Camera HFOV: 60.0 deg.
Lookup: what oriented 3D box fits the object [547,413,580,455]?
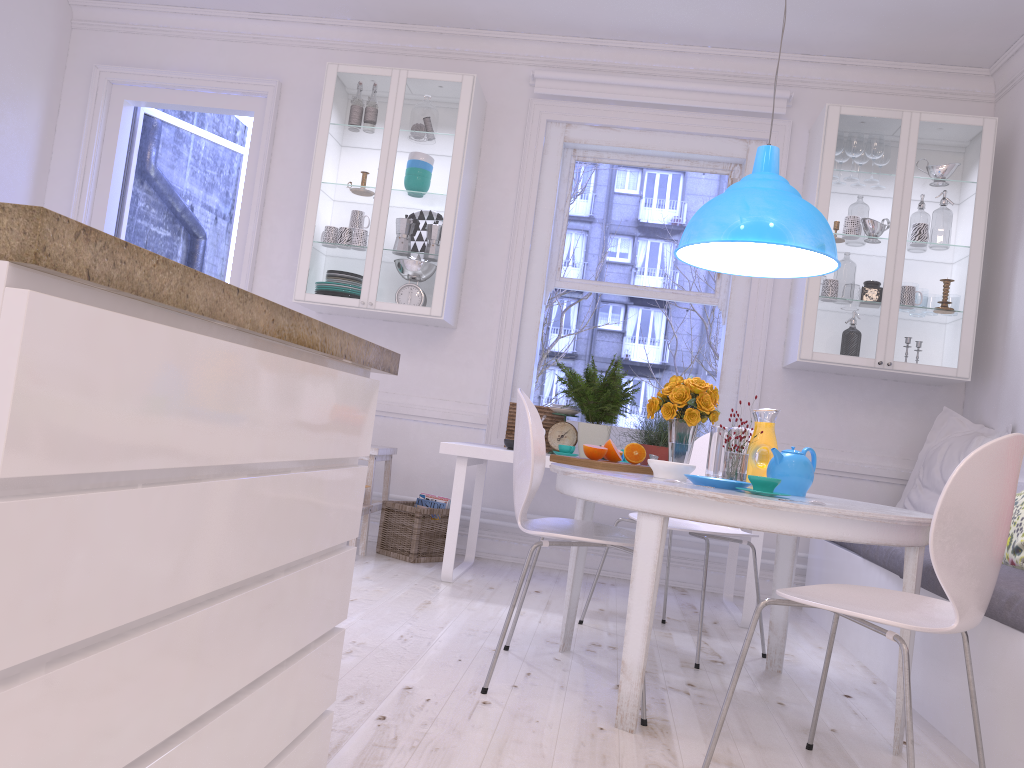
[{"bbox_3d":[0.259,0.256,4.483,0.159,0.208,0.185,7,-3,7],"label":"object"}]

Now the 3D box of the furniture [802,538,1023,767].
[{"bbox_3d":[1.648,0.829,2.845,0.769,0.508,3.296,7,-3,7],"label":"furniture"}]

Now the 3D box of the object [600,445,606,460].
[{"bbox_3d":[0.405,0.311,3.903,0.055,0.077,0.070,6,-3,32],"label":"object"}]

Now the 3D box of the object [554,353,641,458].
[{"bbox_3d":[0.409,0.107,4.359,0.438,0.527,0.368,7,-3,7],"label":"object"}]

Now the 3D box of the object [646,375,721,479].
[{"bbox_3d":[0.574,0.138,2.963,0.234,0.351,0.235,9,-3,-28],"label":"object"}]

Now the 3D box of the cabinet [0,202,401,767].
[{"bbox_3d":[-0.674,0.277,1.283,0.654,0.842,1.167,7,-3,7],"label":"cabinet"}]

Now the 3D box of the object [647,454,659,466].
[{"bbox_3d":[0.634,0.348,3.939,0.066,0.067,0.052,7,-3,8],"label":"object"}]

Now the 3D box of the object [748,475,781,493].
[{"bbox_3d":[0.683,0.275,2.407,0.088,0.043,0.088,7,-3,14],"label":"object"}]

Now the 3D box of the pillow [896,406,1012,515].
[{"bbox_3d":[2.141,0.422,4.292,0.374,0.642,0.677,9,-3,-23],"label":"pillow"}]

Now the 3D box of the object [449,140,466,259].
[{"bbox_3d":[-0.656,-1.023,4.891,0.811,0.651,0.376,7,-3,7],"label":"object"}]

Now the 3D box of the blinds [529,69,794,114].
[{"bbox_3d":[0.808,-1.604,4.892,1.451,0.131,0.136,7,-3,7],"label":"blinds"}]

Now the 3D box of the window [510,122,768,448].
[{"bbox_3d":[0.702,-0.532,5.024,1.234,1.782,0.181,7,-3,7],"label":"window"}]

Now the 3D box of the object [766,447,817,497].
[{"bbox_3d":[0.860,0.263,2.720,0.156,0.151,0.150,7,-3,10],"label":"object"}]

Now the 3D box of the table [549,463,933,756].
[{"bbox_3d":[0.640,0.627,2.682,1.140,0.629,1.140,5,-4,36],"label":"table"}]

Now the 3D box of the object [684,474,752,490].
[{"bbox_3d":[0.591,0.284,2.545,0.196,0.023,0.196,8,-3,-6],"label":"object"}]

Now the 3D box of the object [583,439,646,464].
[{"bbox_3d":[0.324,0.221,2.961,0.129,0.075,0.285,5,-4,43],"label":"object"}]

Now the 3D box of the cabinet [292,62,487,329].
[{"bbox_3d":[-0.658,-1.025,4.870,0.823,1.311,0.425,7,-3,7],"label":"cabinet"}]

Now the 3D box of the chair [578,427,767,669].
[{"bbox_3d":[0.681,0.560,3.383,0.483,0.845,0.604,10,-4,-37],"label":"chair"}]

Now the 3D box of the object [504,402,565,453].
[{"bbox_3d":[0.120,0.230,4.608,0.294,0.237,0.028,7,-3,7],"label":"object"}]

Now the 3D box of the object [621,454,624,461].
[{"bbox_3d":[0.464,0.323,3.956,0.069,0.058,0.080,9,-3,-20],"label":"object"}]

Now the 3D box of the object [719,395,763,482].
[{"bbox_3d":[0.702,0.174,2.716,0.128,0.287,0.128,7,-3,9],"label":"object"}]

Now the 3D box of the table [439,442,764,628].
[{"bbox_3d":[0.430,0.681,4.196,1.514,0.619,0.736,7,-3,7],"label":"table"}]

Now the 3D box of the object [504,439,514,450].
[{"bbox_3d":[0.000,0.285,4.156,0.079,0.048,0.082,9,-3,-33],"label":"object"}]

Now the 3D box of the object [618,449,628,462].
[{"bbox_3d":[0.501,0.322,3.964,0.069,0.059,0.082,8,-3,-15],"label":"object"}]

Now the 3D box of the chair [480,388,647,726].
[{"bbox_3d":[0.202,0.460,2.646,0.483,0.845,0.604,7,-3,7],"label":"chair"}]

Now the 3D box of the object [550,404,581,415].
[{"bbox_3d":[0.272,0.131,4.501,0.163,0.047,0.164,9,-3,-34],"label":"object"}]

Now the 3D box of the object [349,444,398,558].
[{"bbox_3d":[-0.882,0.568,4.519,0.418,0.534,0.599,7,-3,7],"label":"object"}]

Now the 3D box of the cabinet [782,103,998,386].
[{"bbox_3d":[1.923,-0.702,4.554,0.823,1.311,0.425,7,-3,7],"label":"cabinet"}]

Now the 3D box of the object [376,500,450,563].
[{"bbox_3d":[-0.490,0.755,4.552,0.276,0.270,0.276,5,-4,40],"label":"object"}]

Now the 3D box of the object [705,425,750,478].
[{"bbox_3d":[0.711,0.238,2.932,0.101,0.186,0.122,5,-4,37],"label":"object"}]

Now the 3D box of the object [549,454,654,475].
[{"bbox_3d":[0.323,0.269,2.933,0.347,0.024,0.224,10,-4,-43],"label":"object"}]

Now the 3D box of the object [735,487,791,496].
[{"bbox_3d":[0.681,0.295,2.406,0.147,0.011,0.147,7,-3,9],"label":"object"}]

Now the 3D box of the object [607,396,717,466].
[{"bbox_3d":[0.737,0.242,4.216,0.668,0.367,0.531,6,-3,31],"label":"object"}]

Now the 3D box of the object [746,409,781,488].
[{"bbox_3d":[0.818,0.209,2.896,0.094,0.267,0.116,6,-3,34],"label":"object"}]

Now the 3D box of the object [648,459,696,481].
[{"bbox_3d":[0.485,0.264,2.710,0.147,0.052,0.147,10,-4,-40],"label":"object"}]

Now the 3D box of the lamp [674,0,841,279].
[{"bbox_3d":[0.979,-1.394,3.159,0.568,1.948,0.568,5,-4,41],"label":"lamp"}]

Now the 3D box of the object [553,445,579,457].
[{"bbox_3d":[0.251,0.311,4.094,0.121,0.055,0.121,10,-4,-42],"label":"object"}]

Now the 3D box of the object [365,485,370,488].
[{"bbox_3d":[-0.885,0.516,4.314,0.358,0.110,0.211,7,-3,9],"label":"object"}]

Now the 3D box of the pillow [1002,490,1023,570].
[{"bbox_3d":[1.856,0.420,2.880,0.509,0.447,0.592,7,-3,12],"label":"pillow"}]

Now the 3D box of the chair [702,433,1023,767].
[{"bbox_3d":[0.801,0.503,1.934,0.483,0.845,0.604,5,-4,42],"label":"chair"}]

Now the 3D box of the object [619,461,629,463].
[{"bbox_3d":[0.475,0.351,3.956,0.121,0.021,0.121,10,-4,-42],"label":"object"}]

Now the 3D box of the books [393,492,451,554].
[{"bbox_3d":[-0.477,0.723,4.563,0.221,0.306,0.205,5,-4,40],"label":"books"}]

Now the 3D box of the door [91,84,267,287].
[{"bbox_3d":[-2.031,-0.502,5.769,1.009,2.474,1.021,7,-3,7],"label":"door"}]
